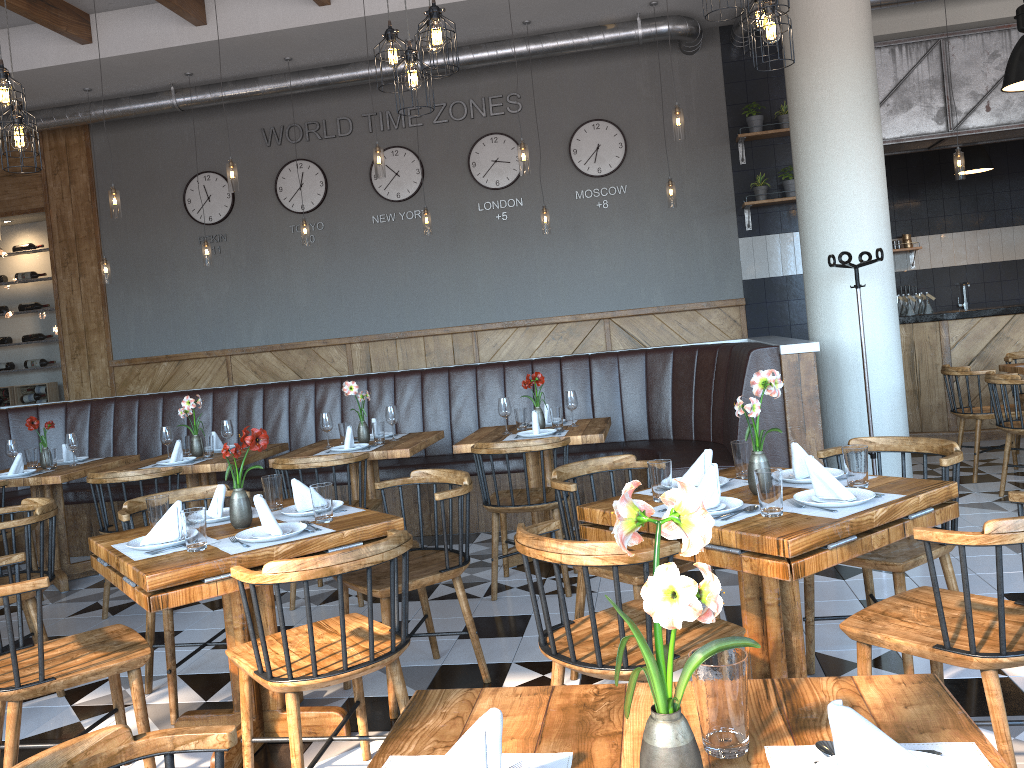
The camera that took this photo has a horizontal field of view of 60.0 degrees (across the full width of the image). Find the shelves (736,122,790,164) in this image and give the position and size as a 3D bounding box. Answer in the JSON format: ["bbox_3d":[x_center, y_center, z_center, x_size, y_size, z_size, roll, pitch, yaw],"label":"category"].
[{"bbox_3d":[2.563,-2.267,8.244,0.903,0.297,0.248,-5,2,9],"label":"shelves"}]

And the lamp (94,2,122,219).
[{"bbox_3d":[-3.168,-2.265,6.870,0.078,1.963,0.078,-6,1,-5],"label":"lamp"}]

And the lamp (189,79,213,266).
[{"bbox_3d":[-2.956,-2.088,8.331,0.078,1.963,0.078,-6,1,-5],"label":"lamp"}]

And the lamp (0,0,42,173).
[{"bbox_3d":[-2.675,-2.155,4.647,0.175,2.069,0.175,-6,1,-7],"label":"lamp"}]

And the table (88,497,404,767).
[{"bbox_3d":[-0.928,0.891,3.160,0.866,0.763,0.863,-7,3,-36],"label":"table"}]

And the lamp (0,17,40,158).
[{"bbox_3d":[-2.790,-2.286,4.841,0.175,2.069,0.175,-6,1,-41],"label":"lamp"}]

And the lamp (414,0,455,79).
[{"bbox_3d":[-0.479,-2.587,4.437,0.175,2.069,0.175,-6,1,-20],"label":"lamp"}]

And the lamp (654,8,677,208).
[{"bbox_3d":[1.294,-2.503,7.644,0.078,1.963,0.078,-6,1,-15],"label":"lamp"}]

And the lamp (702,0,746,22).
[{"bbox_3d":[0.857,-2.689,3.968,0.175,2.069,0.175,-5,1,27],"label":"lamp"}]

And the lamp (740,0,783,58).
[{"bbox_3d":[1.115,-2.630,4.254,0.175,2.069,0.175,-6,1,-6],"label":"lamp"}]

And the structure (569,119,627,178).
[{"bbox_3d":[0.836,-2.296,8.633,0.560,0.560,0.046,-5,1,9],"label":"structure"}]

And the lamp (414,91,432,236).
[{"bbox_3d":[-0.852,-2.323,7.990,0.078,1.963,0.078,-5,1,17],"label":"lamp"}]

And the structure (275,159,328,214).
[{"bbox_3d":[-2.169,-2.034,9.118,0.560,0.560,0.046,-5,1,9],"label":"structure"}]

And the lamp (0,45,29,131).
[{"bbox_3d":[-2.632,-2.322,4.438,0.175,2.069,0.175,-6,1,-19],"label":"lamp"}]

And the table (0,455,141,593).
[{"bbox_3d":[-3.054,0.941,5.865,0.849,0.763,0.852,-5,2,9],"label":"table"}]

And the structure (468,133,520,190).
[{"bbox_3d":[-0.160,-2.209,8.794,0.560,0.560,0.046,-5,1,9],"label":"structure"}]

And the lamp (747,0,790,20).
[{"bbox_3d":[1.016,-2.639,3.829,0.175,2.069,0.175,-5,1,16],"label":"lamp"}]

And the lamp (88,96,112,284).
[{"bbox_3d":[-3.983,-1.940,8.500,0.078,1.963,0.078,-5,1,41],"label":"lamp"}]

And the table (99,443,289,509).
[{"bbox_3d":[-1.969,0.846,5.689,0.849,0.763,0.852,-5,2,9],"label":"table"}]

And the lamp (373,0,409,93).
[{"bbox_3d":[-0.680,-2.509,4.419,0.175,2.069,0.175,-6,1,-31],"label":"lamp"}]

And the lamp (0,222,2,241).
[{"bbox_3d":[-4.195,-2.117,7.038,0.078,1.963,0.078,-5,1,41],"label":"lamp"}]

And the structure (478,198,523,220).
[{"bbox_3d":[-0.109,-1.726,8.813,0.443,0.199,0.021,-5,1,9],"label":"structure"}]

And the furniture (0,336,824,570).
[{"bbox_3d":[-1.358,0.557,6.306,6.582,1.149,1.921,-5,3,9],"label":"furniture"}]

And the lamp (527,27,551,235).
[{"bbox_3d":[0.214,-2.302,7.822,0.078,1.963,0.078,-6,1,-41],"label":"lamp"}]

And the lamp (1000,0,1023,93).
[{"bbox_3d":[3.196,-2.808,5.542,0.391,1.863,0.390,-6,1,-13],"label":"lamp"}]

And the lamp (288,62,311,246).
[{"bbox_3d":[-1.992,-2.258,8.173,0.078,1.963,0.078,-5,1,44],"label":"lamp"}]

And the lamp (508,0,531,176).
[{"bbox_3d":[0.002,-2.479,6.360,0.078,1.963,0.078,-6,1,-41],"label":"lamp"}]

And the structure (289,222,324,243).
[{"bbox_3d":[-2.108,-1.551,9.136,0.368,0.199,0.021,-5,1,9],"label":"structure"}]

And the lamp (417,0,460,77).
[{"bbox_3d":[-0.429,-2.470,4.062,0.175,2.069,0.175,-5,1,37],"label":"lamp"}]

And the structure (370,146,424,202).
[{"bbox_3d":[-1.165,-2.121,8.956,0.560,0.560,0.046,-5,1,9],"label":"structure"}]

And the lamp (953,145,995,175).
[{"bbox_3d":[4.852,-2.715,9.387,0.390,0.936,0.391,-4,2,42],"label":"lamp"}]

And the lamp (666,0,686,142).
[{"bbox_3d":[1.082,-2.680,6.182,0.078,1.963,0.078,-6,1,-15],"label":"lamp"}]

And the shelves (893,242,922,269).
[{"bbox_3d":[4.370,-1.503,10.707,1.040,0.297,0.301,-5,2,9],"label":"shelves"}]

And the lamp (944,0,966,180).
[{"bbox_3d":[3.596,-2.661,7.273,0.078,1.963,0.078,-6,1,-5],"label":"lamp"}]

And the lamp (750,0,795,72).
[{"bbox_3d":[1.101,-2.484,4.036,0.175,2.069,0.175,-5,1,27],"label":"lamp"}]

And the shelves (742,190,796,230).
[{"bbox_3d":[2.624,-1.641,8.253,0.903,0.297,0.248,-5,2,9],"label":"shelves"}]

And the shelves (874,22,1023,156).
[{"bbox_3d":[6.012,-2.526,8.176,5.860,1.795,0.683,-5,1,9],"label":"shelves"}]

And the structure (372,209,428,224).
[{"bbox_3d":[-1.129,-1.697,8.976,0.582,0.080,0.021,-5,1,9],"label":"structure"}]

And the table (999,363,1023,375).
[{"bbox_3d":[4.083,0.229,6.250,0.849,0.763,0.852,-5,2,9],"label":"table"}]

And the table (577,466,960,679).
[{"bbox_3d":[0.841,0.737,2.874,0.866,0.763,0.863,-7,3,-36],"label":"table"}]

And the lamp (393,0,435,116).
[{"bbox_3d":[-0.560,-2.335,4.233,0.175,2.069,0.175,-6,1,-20],"label":"lamp"}]

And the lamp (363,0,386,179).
[{"bbox_3d":[-1.064,-2.500,6.528,0.078,1.963,0.078,-5,1,28],"label":"lamp"}]

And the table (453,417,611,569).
[{"bbox_3d":[0.187,0.658,5.341,0.849,0.763,0.852,-5,2,9],"label":"table"}]

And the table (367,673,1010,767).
[{"bbox_3d":[0.221,0.902,1.051,0.849,0.763,0.852,-5,2,9],"label":"table"}]

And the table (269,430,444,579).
[{"bbox_3d":[-0.898,0.752,5.516,0.849,0.763,0.852,-5,2,9],"label":"table"}]

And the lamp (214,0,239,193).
[{"bbox_3d":[-2.204,-2.435,6.711,0.078,1.963,0.078,-5,1,44],"label":"lamp"}]
